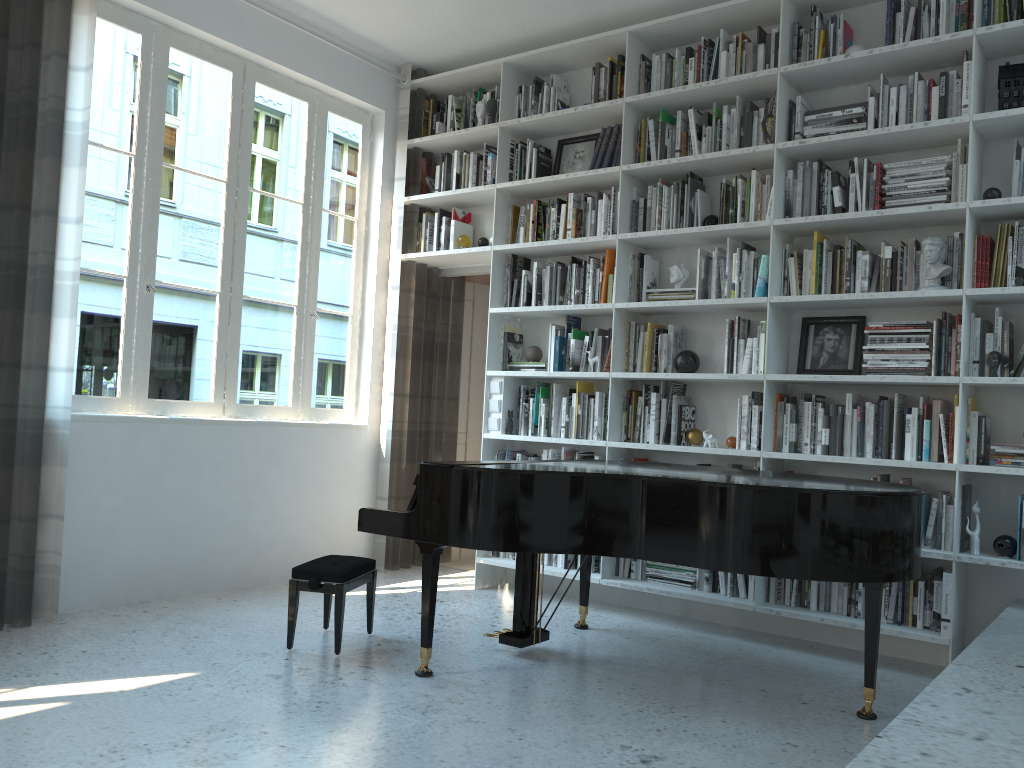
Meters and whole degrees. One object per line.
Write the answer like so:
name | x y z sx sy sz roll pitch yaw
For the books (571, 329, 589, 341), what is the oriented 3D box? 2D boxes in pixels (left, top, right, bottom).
books | 0.384 -0.180 5.050 0.011 0.250 0.172 2 -2 36

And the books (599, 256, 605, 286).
books | 0.535 -0.564 4.995 0.015 0.292 0.144 2 -2 36

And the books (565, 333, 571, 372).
books | 0.364 -0.170 5.096 0.030 0.231 0.148 2 -2 36

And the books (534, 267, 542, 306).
books | 0.189 -0.550 5.222 0.011 0.246 0.176 2 -2 36

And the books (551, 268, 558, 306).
books | 0.286 -0.543 5.145 0.024 0.237 0.167 2 -2 36

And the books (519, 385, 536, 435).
books | 0.102 0.158 5.250 0.014 0.294 0.171 2 -2 36

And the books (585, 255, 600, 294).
books | 0.457 -0.571 5.055 0.011 0.304 0.130 2 -2 36

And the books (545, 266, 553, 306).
books | 0.259 -0.549 5.164 0.021 0.247 0.189 2 -2 36

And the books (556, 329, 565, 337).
books | 0.301 -0.184 5.130 0.031 0.255 0.143 2 -2 36

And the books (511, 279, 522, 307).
books | 0.068 -0.521 5.302 0.037 0.182 0.189 2 -2 36

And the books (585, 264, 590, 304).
books | 0.461 -0.545 5.043 0.011 0.251 0.139 2 -2 36

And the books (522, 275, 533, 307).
books | 0.129 -0.530 5.248 0.028 0.203 0.188 2 -2 36

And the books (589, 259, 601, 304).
books | 0.483 -0.557 5.004 0.015 0.275 0.157 2 -2 36

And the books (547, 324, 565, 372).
books | 0.262 -0.200 5.152 0.012 0.285 0.159 2 -2 36

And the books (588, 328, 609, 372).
books | 0.496 -0.180 4.976 0.060 0.255 0.158 2 -2 36

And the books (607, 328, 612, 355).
books | 0.578 -0.176 4.922 0.021 0.251 0.154 2 -2 36

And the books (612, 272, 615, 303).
books | 0.609 -0.528 4.925 0.031 0.223 0.145 2 -2 36

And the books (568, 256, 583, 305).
books | 0.372 -0.572 5.093 0.013 0.299 0.151 2 -2 36

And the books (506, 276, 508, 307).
books | 0.022 -0.535 5.353 0.026 0.209 0.155 2 -2 36

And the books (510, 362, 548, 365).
books | 0.137 -0.115 5.249 0.254 0.012 0.161 1 -3 37

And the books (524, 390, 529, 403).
books | 0.121 0.173 5.221 0.007 0.264 0.177 2 -2 36

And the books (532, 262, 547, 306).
books | 0.181 -0.567 5.239 0.023 0.281 0.174 2 -2 36

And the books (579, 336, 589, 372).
books | 0.446 -0.160 5.029 0.056 0.214 0.143 2 -2 36

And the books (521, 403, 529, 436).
books | 0.120 0.209 5.199 0.019 0.189 0.193 2 -2 36

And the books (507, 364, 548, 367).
books | 0.132 -0.103 5.243 0.285 0.012 0.159 1 -3 40

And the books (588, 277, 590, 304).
books | 0.482 -0.540 5.039 0.028 0.242 0.131 2 -2 36

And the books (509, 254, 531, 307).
books | 0.048 -0.597 5.314 0.012 0.333 0.184 2 -2 36

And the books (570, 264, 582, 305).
books | 0.390 -0.550 5.091 0.021 0.256 0.156 2 -2 36

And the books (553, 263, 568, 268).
books | 0.283 -0.559 5.169 0.011 0.271 0.158 2 -2 36

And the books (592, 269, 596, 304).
books | 0.501 -0.527 5.007 0.012 0.217 0.160 2 -2 36

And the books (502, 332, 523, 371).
books | 0.004 -0.185 5.342 0.028 0.243 0.156 2 -2 36

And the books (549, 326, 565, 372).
books | 0.275 -0.194 5.140 0.024 0.273 0.150 2 -2 36

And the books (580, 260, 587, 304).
books | 0.438 -0.557 5.048 0.012 0.272 0.145 2 -2 36

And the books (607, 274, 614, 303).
books | 0.583 -0.509 4.942 0.030 0.183 0.152 2 -2 36

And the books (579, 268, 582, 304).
books | 0.430 -0.534 5.059 0.013 0.227 0.151 2 -2 36

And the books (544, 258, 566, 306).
books | 0.252 -0.572 5.180 0.011 0.293 0.183 2 -2 36

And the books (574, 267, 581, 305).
books | 0.412 -0.536 5.057 0.013 0.229 0.177 2 -2 36

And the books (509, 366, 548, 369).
books | 0.133 -0.091 5.245 0.254 0.012 0.161 1 -3 33

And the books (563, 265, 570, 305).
books | 0.357 -0.550 5.125 0.048 0.256 0.141 2 -2 36

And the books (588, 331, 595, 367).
books | 0.474 -0.173 5.009 0.013 0.242 0.141 2 -2 36

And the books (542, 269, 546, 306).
books | 0.227 -0.546 5.223 0.049 0.243 0.139 2 -2 36

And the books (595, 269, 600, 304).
books | 0.517 -0.529 5.000 0.021 0.220 0.148 2 -2 36

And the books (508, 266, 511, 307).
books | 0.032 -0.564 5.327 0.027 0.266 0.176 2 -2 36

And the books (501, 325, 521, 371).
books | -0.005 -0.206 5.363 0.012 0.285 0.159 2 -2 36

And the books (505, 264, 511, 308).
books | 0.014 -0.572 5.373 0.012 0.285 0.159 2 -2 36

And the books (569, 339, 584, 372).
books | 0.391 -0.151 5.027 0.029 0.190 0.189 2 -2 36

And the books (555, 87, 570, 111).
books | 0.296 -1.629 5.239 0.013 0.210 0.136 2 -2 36

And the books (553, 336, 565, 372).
books | 0.307 -0.162 5.088 0.029 0.208 0.189 2 -2 36

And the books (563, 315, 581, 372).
books | 0.346 -0.223 5.104 0.011 0.336 0.153 2 -2 36

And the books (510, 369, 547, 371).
books | 0.135 -0.078 5.248 0.254 0.012 0.161 1 -3 37

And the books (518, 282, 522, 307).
books | 0.098 -0.532 5.303 0.042 0.208 0.143 2 -2 36

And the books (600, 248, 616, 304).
books | 0.559 -0.580 4.961 0.035 0.325 0.170 2 -2 36

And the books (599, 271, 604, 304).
books | 0.535 -0.520 4.973 0.013 0.203 0.161 2 -2 36

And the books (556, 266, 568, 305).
books | 0.318 -0.545 5.131 0.023 0.242 0.184 2 -2 36

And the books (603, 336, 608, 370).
books | 0.556 -0.156 4.933 0.027 0.209 0.144 2 -2 36

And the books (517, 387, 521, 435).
books | 0.085 0.162 5.273 0.008 0.285 0.159 2 -2 36

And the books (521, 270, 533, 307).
books | 0.115 -0.546 5.271 0.022 0.235 0.177 2 -2 36

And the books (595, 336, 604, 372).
books | 0.527 -0.156 4.942 0.030 0.207 0.172 2 -2 36

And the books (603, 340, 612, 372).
books | 0.597 -0.190 4.860 0.082 0.276 0.228 2 -2 36
